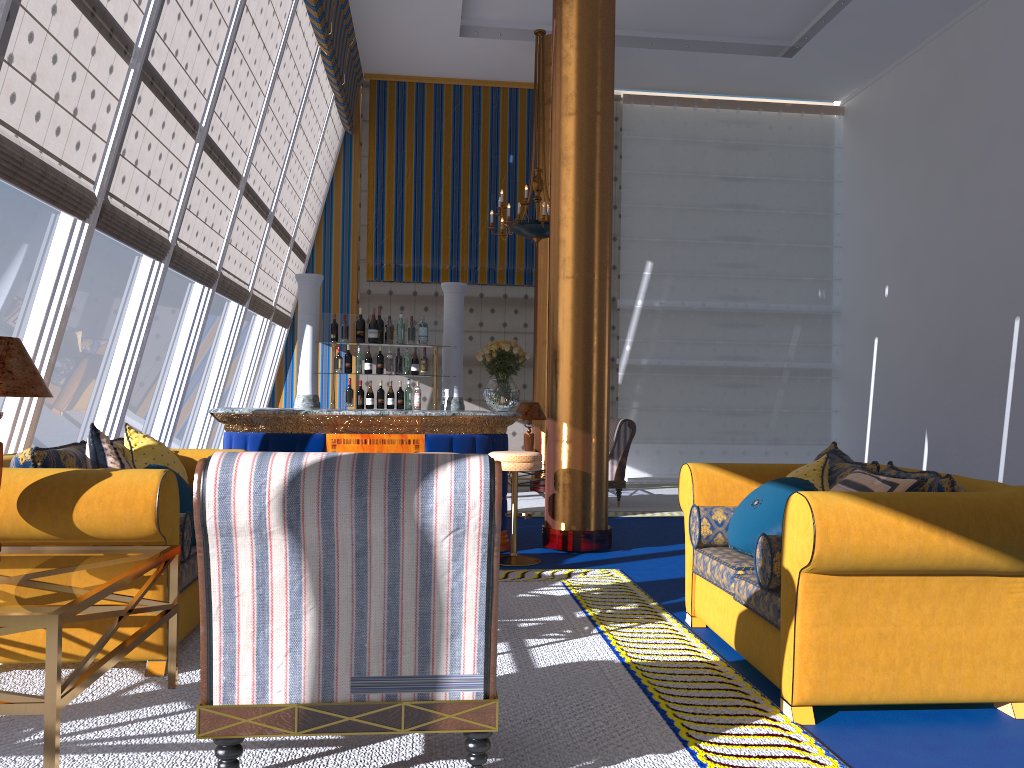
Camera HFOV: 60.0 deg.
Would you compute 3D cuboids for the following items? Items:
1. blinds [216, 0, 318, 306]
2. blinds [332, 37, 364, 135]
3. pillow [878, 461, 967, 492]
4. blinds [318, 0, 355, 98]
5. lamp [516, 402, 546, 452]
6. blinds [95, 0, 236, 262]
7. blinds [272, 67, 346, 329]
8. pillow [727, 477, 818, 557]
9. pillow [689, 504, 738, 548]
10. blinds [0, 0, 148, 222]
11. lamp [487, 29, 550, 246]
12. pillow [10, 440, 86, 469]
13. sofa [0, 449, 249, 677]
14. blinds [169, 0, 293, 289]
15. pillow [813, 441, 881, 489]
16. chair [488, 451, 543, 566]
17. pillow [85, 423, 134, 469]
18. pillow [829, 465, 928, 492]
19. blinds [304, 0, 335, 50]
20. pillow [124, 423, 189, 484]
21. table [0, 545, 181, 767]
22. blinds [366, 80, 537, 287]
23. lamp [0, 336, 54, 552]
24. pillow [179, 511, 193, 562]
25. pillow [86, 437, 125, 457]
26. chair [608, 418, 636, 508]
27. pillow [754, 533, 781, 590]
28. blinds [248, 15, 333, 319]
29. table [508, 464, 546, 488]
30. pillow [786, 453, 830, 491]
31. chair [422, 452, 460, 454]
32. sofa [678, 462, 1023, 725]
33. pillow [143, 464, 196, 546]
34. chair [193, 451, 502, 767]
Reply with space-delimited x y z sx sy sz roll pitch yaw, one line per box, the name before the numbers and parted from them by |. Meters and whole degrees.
blinds | -2.393 -2.547 9.042 0.876 3.393 1.362 1 -1 -6
blinds | -2.240 -4.002 12.034 0.339 0.830 1.521 1 -1 -5
pillow | 1.601 0.636 3.657 0.340 0.610 0.613 1 -1 -1
blinds | -2.094 -4.036 10.501 0.339 0.830 1.521 1 -1 -5
lamp | 0.213 0.618 10.968 0.449 0.783 0.443 1 -1 -21
blinds | -2.108 -2.613 6.061 0.876 3.393 1.362 1 -1 -6
blinds | -2.680 -2.480 12.049 0.876 3.393 1.362 1 -1 -6
pillow | 1.167 0.602 3.972 0.455 0.367 0.395 0 -2 45
pillow | 1.087 0.709 4.412 0.378 0.219 0.215 1 -1 -2
blinds | -1.967 -2.647 4.572 0.876 3.393 1.362 1 -1 -6
lamp | 0.297 -2.752 9.948 1.069 2.421 1.049 1 -1 -29
pillow | -2.025 0.534 3.941 0.247 0.549 0.606 1 -1 -8
sofa | -1.935 0.756 4.258 1.004 0.854 1.842 1 -1 -6
blinds | -2.253 -2.580 7.581 0.876 3.393 1.362 1 -1 -6
pillow | 1.538 0.618 4.244 0.354 0.672 0.601 1 -1 2
chair | 0.017 0.875 6.354 0.402 0.781 0.394 2 -1 -35
pillow | -1.784 0.487 4.036 0.281 0.619 0.689 1 -1 -8
pillow | 1.404 0.575 3.625 0.328 0.456 0.520 1 -1 -6
blinds | -1.948 -4.070 8.972 0.339 0.830 1.521 1 -1 -5
pillow | -1.834 0.495 4.575 0.328 0.583 0.579 1 -1 14
table | -1.855 0.877 2.803 1.241 0.549 1.148 1 -1 -6
blinds | -0.747 -2.935 12.917 2.667 2.990 0.151 1 -1 -7
lamp | -1.925 0.220 3.228 0.445 0.783 0.448 1 -1 9
pillow | -1.573 0.653 3.793 0.374 0.219 0.174 1 -1 -7
pillow | -2.082 0.549 4.543 0.247 0.546 0.609 1 -1 -8
chair | 0.927 0.868 9.980 0.786 0.966 0.792 1 -1 -6
pillow | 1.148 0.686 3.427 0.373 0.219 0.215 1 -1 -2
blinds | -2.539 -2.513 10.575 0.876 3.393 1.362 1 -1 -6
table | 0.436 1.192 10.805 0.977 0.369 0.904 1 -1 -6
pillow | 1.388 0.569 4.180 0.232 0.491 0.611 1 -1 0
chair | -0.515 0.859 6.014 0.394 0.781 0.402 0 -1 43
sofa | 1.440 0.813 3.955 1.013 0.854 1.845 1 -1 -4
pillow | -1.636 0.587 4.272 0.319 0.404 0.475 1 -1 7
chair | -0.452 0.673 2.642 0.796 0.966 0.782 1 -1 -6
